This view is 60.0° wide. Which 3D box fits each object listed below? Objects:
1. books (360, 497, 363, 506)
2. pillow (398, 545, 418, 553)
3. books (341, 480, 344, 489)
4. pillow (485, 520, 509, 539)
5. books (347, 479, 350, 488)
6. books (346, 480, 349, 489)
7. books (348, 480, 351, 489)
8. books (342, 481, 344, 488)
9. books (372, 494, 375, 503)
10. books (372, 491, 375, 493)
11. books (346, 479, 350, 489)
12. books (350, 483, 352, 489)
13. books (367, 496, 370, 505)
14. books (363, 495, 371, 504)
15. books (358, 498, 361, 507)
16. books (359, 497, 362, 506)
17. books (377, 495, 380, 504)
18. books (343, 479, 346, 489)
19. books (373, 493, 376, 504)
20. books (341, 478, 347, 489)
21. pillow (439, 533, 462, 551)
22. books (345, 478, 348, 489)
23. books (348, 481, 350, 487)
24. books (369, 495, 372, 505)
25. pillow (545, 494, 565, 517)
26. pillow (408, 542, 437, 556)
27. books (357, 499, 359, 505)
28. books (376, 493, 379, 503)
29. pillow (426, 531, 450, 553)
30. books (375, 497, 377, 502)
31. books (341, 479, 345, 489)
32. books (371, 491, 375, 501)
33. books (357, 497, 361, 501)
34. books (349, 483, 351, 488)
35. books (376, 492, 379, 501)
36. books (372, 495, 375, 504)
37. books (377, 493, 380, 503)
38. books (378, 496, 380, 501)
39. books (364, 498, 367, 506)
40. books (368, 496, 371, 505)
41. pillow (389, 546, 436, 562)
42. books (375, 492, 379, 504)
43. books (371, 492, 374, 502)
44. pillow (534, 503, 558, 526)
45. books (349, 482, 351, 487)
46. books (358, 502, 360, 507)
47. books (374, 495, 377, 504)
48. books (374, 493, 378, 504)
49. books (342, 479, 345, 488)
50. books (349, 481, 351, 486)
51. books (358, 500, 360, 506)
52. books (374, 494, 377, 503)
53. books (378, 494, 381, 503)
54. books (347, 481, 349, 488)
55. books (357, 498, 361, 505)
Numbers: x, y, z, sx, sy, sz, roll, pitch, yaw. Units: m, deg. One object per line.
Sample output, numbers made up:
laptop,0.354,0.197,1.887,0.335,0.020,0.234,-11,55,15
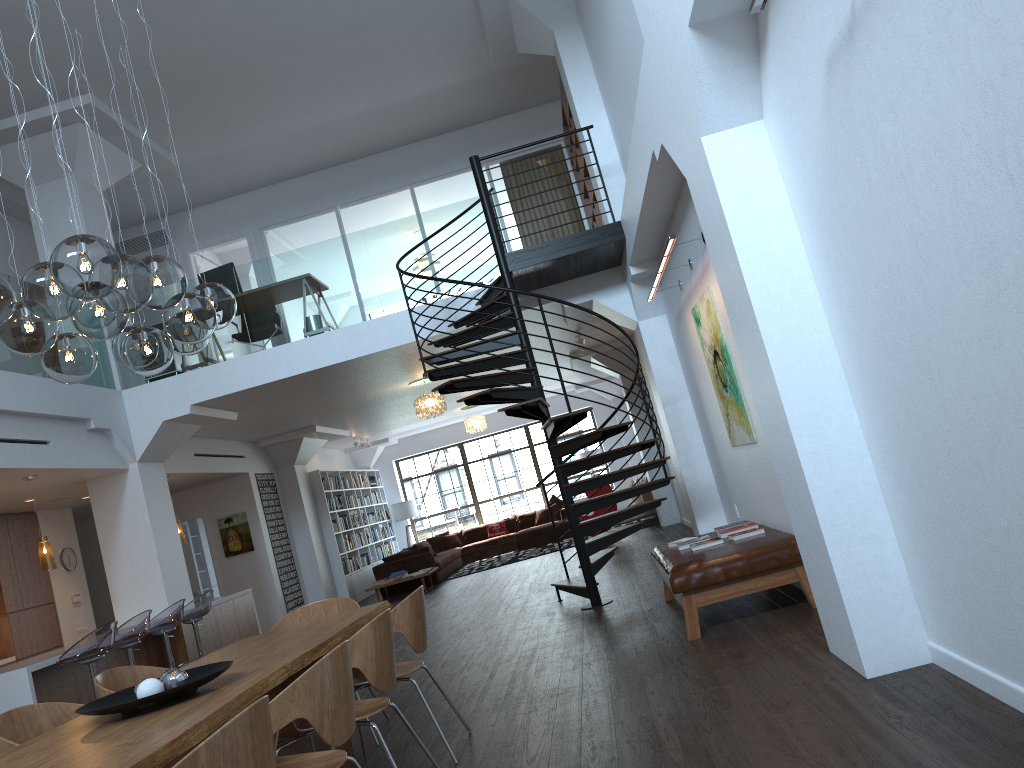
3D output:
books,-3.081,2.371,17.743,0.146,0.202,0.027,-16,-7,3
pillow,-1.759,3.072,15.765,0.269,0.411,0.559,-10,-9,-40
books,-3.262,1.927,16.761,0.128,0.178,0.021,-16,-7,3
pillow,-0.318,3.082,18.759,0.465,0.308,0.220,-15,-7,-1
books,-3.234,1.964,17.227,0.127,0.200,0.020,-16,-7,3
books,-3.248,1.937,17.115,0.140,0.231,0.042,-16,-7,3
books,-3.223,1.977,17.268,0.128,0.178,0.021,-16,-7,3
books,-3.264,1.924,16.791,0.139,0.191,0.036,-16,-7,3
books,-2.996,2.457,18.748,0.161,0.223,0.026,-16,-7,3
books,-2.990,2.458,19.062,0.176,0.290,0.036,-16,-7,3
books,-3.235,1.962,17.194,0.136,0.196,0.045,-16,-7,3
books,-3.203,1.995,17.354,0.110,0.153,0.019,-16,-7,3
books,-3.033,2.438,18.388,0.136,0.196,0.045,-16,-7,3
books,-3.033,2.429,18.471,0.140,0.231,0.042,-16,-7,3
books,-3.088,2.374,17.626,0.126,0.173,0.032,-16,-7,3
books,-3.087,2.371,17.683,0.139,0.191,0.036,-16,-7,3
books,-2.968,2.501,19.173,0.161,0.223,0.027,-16,-7,3
books,-3.254,1.932,16.932,0.146,0.202,0.027,-16,-7,3
books,-3.001,2.453,18.832,0.183,0.253,0.034,-16,-7,3
books,-3.255,1.928,17.019,0.140,0.231,0.042,-16,-7,3
pillow,-1.306,3.324,18.676,0.489,0.337,0.238,-12,-7,-27
books,-3.255,1.936,17.067,0.158,0.226,0.052,-16,-7,3
books,-3.223,1.974,17.246,0.128,0.178,0.022,-16,-7,3
books,-3.031,2.437,18.519,0.158,0.226,0.052,-16,-7,3
pillow,0.894,2.628,18.745,0.651,0.587,0.335,-13,-7,-18
pillow,-1.736,3.259,17.185,0.325,0.391,0.625,-18,-7,19
books,-3.092,2.367,17.525,0.120,0.167,0.020,-16,-7,3
books,-2.980,2.477,19.108,0.180,0.259,0.060,-16,-7,3
pillow,-1.486,3.367,18.785,0.580,0.418,0.334,-12,-7,-24
books,-2.984,2.478,18.950,0.161,0.223,0.027,-16,-7,3
books,-3.268,1.923,16.824,0.146,0.202,0.027,-16,-7,3
books,-3.010,2.431,18.791,0.176,0.290,0.053,-16,-7,3
books,-3.091,2.370,17.716,0.146,0.202,0.027,-16,-7,3
books,-3.228,1.978,17.294,0.134,0.184,0.030,-16,-7,3
books,-2.972,2.485,19.149,0.160,0.250,0.026,-16,-7,3
books,-3.004,2.442,18.724,0.160,0.250,0.026,-16,-7,3
books,-2.977,2.491,19.205,0.183,0.253,0.034,-16,-7,3
books,-2.972,2.501,19.243,0.174,0.240,0.045,-16,-7,3
books,-3.049,2.418,18.086,0.126,0.173,0.032,-16,-7,3
books,-3.026,2.443,18.429,0.139,0.191,0.036,-16,-7,3
pillow,-1.734,3.076,15.494,0.750,0.364,0.289,-15,-7,2
books,-2.979,2.470,19.025,0.183,0.253,0.034,-16,-7,3
books,-3.027,2.426,18.682,0.198,0.284,0.066,-16,-7,3
pillow,0.704,2.747,18.584,0.542,0.362,0.248,-18,-7,24
books,-3.224,1.983,17.319,0.128,0.178,0.022,-16,-7,3
books,-3.083,2.369,17.551,0.106,0.162,0.032,-16,-7,3
books,-2.995,2.455,18.865,0.183,0.253,0.034,-16,-7,3
books,-2.991,2.476,18.986,0.174,0.240,0.045,-16,-7,3
books,-3.257,1.923,16.851,0.146,0.202,0.027,-16,-7,3
books,-3.213,1.986,17.338,0.109,0.171,0.018,-16,-7,3
books,-3.082,2.369,17.576,0.107,0.167,0.017,-16,-7,3
books,-2.993,2.464,18.909,0.171,0.246,0.057,-16,-7,3
books,-2.956,2.510,19.276,0.161,0.223,0.026,-16,-7,3
books,-3.235,1.959,17.153,0.139,0.191,0.036,-16,-7,3
books,-3.086,2.374,17.653,0.128,0.178,0.021,-16,-7,3
